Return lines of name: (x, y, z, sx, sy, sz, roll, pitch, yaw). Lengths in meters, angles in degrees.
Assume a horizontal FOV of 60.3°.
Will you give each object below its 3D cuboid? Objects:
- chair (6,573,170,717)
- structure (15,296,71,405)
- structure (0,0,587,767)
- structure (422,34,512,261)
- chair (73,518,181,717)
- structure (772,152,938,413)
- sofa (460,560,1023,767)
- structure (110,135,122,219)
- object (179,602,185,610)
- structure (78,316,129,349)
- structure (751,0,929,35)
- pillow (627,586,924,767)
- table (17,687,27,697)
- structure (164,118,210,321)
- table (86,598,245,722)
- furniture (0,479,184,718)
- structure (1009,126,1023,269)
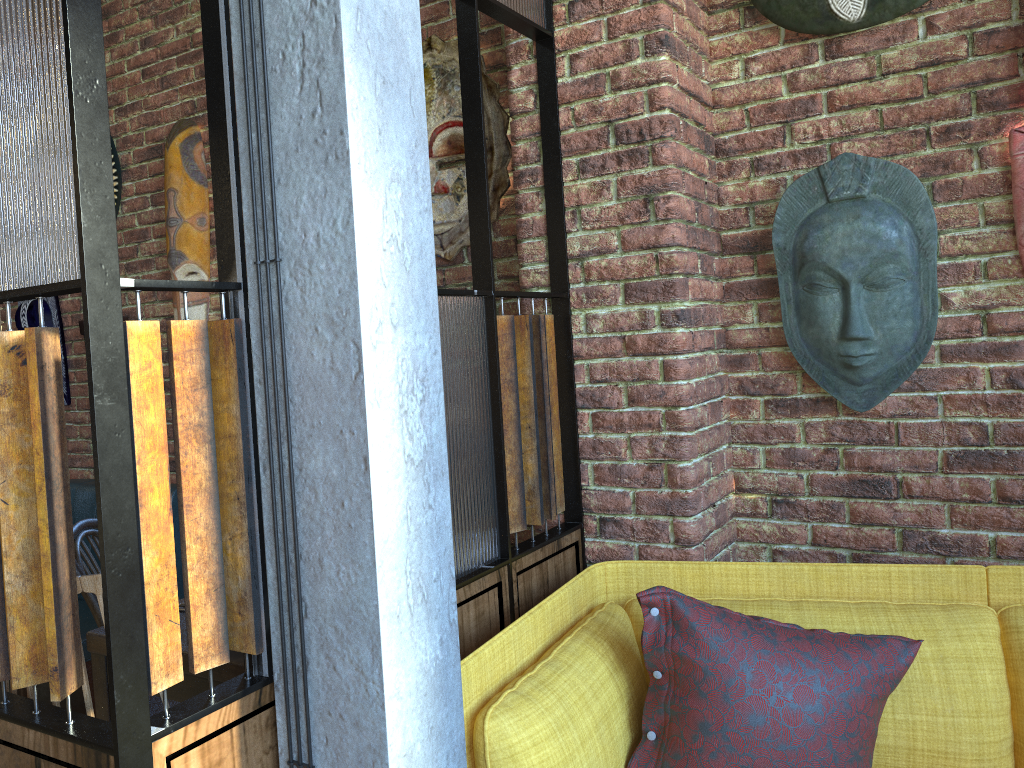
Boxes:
chair: (-0.643, 0.783, 1.569, 0.551, 1.005, 0.438, -3, 1, 18)
structure: (-2.219, -0.172, 4.118, 0.338, 0.559, 0.109, -3, 1, 32)
structure: (-3.429, -0.143, 0.411, 6.186, 3.323, 5.707, -3, 2, 15)
structure: (-0.277, -0.758, 2.848, 0.614, 0.726, 0.122, -3, 1, 32)
chair: (-0.850, 0.797, 2.307, 0.519, 0.914, 0.407, -4, 1, -3)
structure: (0.836, -0.245, 2.162, 0.383, 0.639, 0.099, -3, 1, 33)
sofa: (0.963, 0.795, 1.546, 2.048, 0.762, 0.770, -3, 2, 17)
structure: (-1.964, -0.891, 3.929, 0.690, 0.619, 0.076, -3, 1, 30)
object: (-0.667, 0.500, 2.171, 0.281, 0.051, 0.311, -2, 3, 35)
structure: (-1.740, 0.040, 3.812, 0.271, 0.655, 0.153, -3, 1, 32)
structure: (0.822, -1.126, 2.125, 0.554, 0.520, 0.141, -2, 2, 32)
pillow: (0.953, 0.594, 1.580, 1.543, 0.453, 0.388, -3, 2, 21)
table: (-2.074, 1.002, 3.027, 0.776, 0.602, 0.713, -2, 2, 31)
structure: (-1.310, -0.505, 3.517, 0.242, 1.119, 0.090, -3, 1, 32)
table: (-0.426, 0.879, 2.080, 0.782, 0.726, 0.719, -2, 2, 31)
furniture: (-2.193, 0.883, 3.349, 1.505, 0.821, 1.430, -2, 3, 31)
structure: (1.259, -0.673, 1.933, 0.222, 1.145, 0.231, -4, 1, -13)
